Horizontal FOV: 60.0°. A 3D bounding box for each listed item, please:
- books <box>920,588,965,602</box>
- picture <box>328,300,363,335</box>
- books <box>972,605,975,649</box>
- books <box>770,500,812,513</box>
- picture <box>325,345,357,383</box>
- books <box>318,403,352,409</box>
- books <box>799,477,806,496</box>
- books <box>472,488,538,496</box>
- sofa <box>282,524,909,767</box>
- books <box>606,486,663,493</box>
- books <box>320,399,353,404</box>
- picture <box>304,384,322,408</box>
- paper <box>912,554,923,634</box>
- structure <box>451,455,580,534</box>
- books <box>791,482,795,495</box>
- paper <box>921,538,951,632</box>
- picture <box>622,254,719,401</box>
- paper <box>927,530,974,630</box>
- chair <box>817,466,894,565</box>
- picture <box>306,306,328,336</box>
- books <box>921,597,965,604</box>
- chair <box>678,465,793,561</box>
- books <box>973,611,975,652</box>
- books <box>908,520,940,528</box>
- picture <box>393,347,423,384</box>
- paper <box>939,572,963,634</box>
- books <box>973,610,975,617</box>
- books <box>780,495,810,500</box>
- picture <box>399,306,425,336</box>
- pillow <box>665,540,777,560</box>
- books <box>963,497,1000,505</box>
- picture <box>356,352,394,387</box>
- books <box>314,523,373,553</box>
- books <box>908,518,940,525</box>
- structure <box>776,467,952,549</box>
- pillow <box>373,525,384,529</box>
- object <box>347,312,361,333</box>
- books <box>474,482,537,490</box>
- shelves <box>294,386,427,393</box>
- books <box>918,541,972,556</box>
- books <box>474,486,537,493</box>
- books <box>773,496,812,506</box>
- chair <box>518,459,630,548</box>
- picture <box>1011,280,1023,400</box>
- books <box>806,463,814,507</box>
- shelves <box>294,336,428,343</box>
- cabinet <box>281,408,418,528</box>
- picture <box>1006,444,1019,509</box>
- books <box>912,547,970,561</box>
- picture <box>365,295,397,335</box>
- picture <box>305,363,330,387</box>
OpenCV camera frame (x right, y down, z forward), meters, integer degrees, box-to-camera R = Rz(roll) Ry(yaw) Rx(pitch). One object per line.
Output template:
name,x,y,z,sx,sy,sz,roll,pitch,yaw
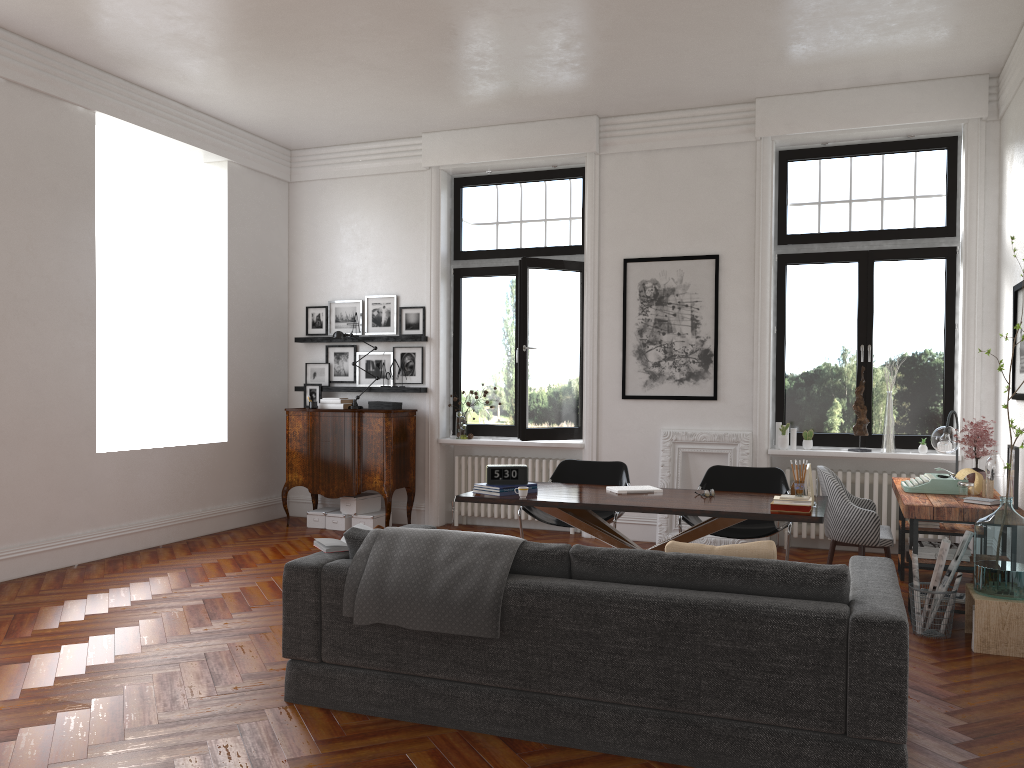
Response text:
books,2.712,1.330,5.589,0.268,0.014,0.196,0,0,32
picture,-1.773,-0.703,9.430,0.415,0.367,0.020,1,1,21
books,2.670,1.366,4.942,0.187,0.258,0.054,1,1,22
books,1.616,0.709,5.133,0.215,0.040,0.159,0,0,23
picture,-1.825,-0.211,9.459,0.373,0.406,0.020,1,1,21
books,-1.804,0.229,9.122,0.294,0.057,0.229,0,0,21
books,1.787,0.649,5.446,0.041,0.157,0.128,1,1,21
books,-0.045,0.706,5.875,0.347,0.027,0.264,0,0,-44
sofa,0.397,1.103,4.189,2.644,0.829,1.262,0,0,21
books,0.829,0.716,6.008,0.325,0.026,0.231,0,0,-14
books,-1.800,0.178,9.126,0.239,0.044,0.254,0,0,21
picture,-2.115,0.124,9.408,0.213,0.257,0.020,1,1,21
paper,2.422,1.257,5.299,0.033,0.479,0.073,0,1,-32
structure,0.044,1.137,9.036,1.453,0.778,0.225,1,1,21
books,1.729,0.671,5.423,0.028,0.125,0.221,1,0,21
paper,2.459,1.182,5.166,0.047,0.610,0.330,0,1,1
picture,1.459,-0.514,8.210,0.882,1.324,0.035,1,1,21
paper,2.602,1.184,5.310,0.294,0.626,0.047,1,1,14
chair,2.474,1.048,6.370,0.547,0.900,0.716,1,1,14
picture,-2.104,-0.680,9.557,0.267,0.315,0.020,1,1,21
books,2.712,1.345,5.589,0.268,0.014,0.196,0,0,20
chair,1.619,1.048,6.304,0.752,0.873,0.745,1,1,21
books,2.647,1.379,4.904,0.170,0.232,0.012,1,1,21
books,3.166,1.076,6.821,0.209,0.024,0.247,0,0,20
picture,-1.078,-0.193,9.176,0.343,0.384,0.020,1,1,21
paper,2.594,1.299,5.243,0.126,0.388,0.026,1,2,43
books,2.652,1.379,4.916,0.170,0.232,0.012,1,1,21
books,1.640,0.656,5.140,0.159,0.008,0.128,0,0,22
picture,-1.031,-0.645,9.147,0.289,0.303,0.020,1,1,21
pillow,0.912,0.882,3.814,0.486,0.460,0.225,1,1,21
books,2.928,0.730,5.550,0.129,0.031,0.213,0,0,-32
picture,-1.439,-0.152,9.312,0.434,0.365,0.020,1,1,21
books,-0.821,0.763,4.414,0.278,0.096,0.224,0,0,-27
books,3.166,1.053,6.819,0.209,0.023,0.251,0,0,20
structure,3.100,1.160,7.866,1.453,0.778,0.225,1,1,21
pillow,-0.502,0.900,4.457,0.330,0.397,0.469,0,1,-32
object,-1.661,-0.623,9.326,0.174,0.260,0.040,1,1,21
books,-0.042,0.667,5.860,0.344,0.017,0.250,0,0,-44
shelves,-1.598,0.057,9.304,1.514,0.055,0.156,0,0,21
books,2.695,1.028,5.558,0.308,0.038,0.225,0,0,21
books,-0.042,0.684,5.860,0.344,0.017,0.250,0,0,-44
books,1.625,0.675,5.134,0.207,0.028,0.164,0,0,19
chair,0.520,1.040,6.724,0.752,0.873,0.745,1,1,21
picture,3.507,-0.297,6.076,0.050,0.816,0.634,1,1,21
books,1.820,0.615,5.412,0.043,0.239,0.310,1,1,21
shelves,-1.594,-0.467,9.292,1.514,0.055,0.158,0,0,21
cabinet,-1.665,0.863,9.029,1.266,1.218,0.640,1,1,21
picture,3.050,0.561,5.401,0.023,0.369,0.282,1,1,21
books,2.683,1.063,5.554,0.308,0.038,0.225,0,0,20
picture,-1.371,-0.721,9.276,0.369,0.409,0.020,1,1,21
picture,-2.091,-0.100,9.536,0.299,0.253,0.020,1,1,21
